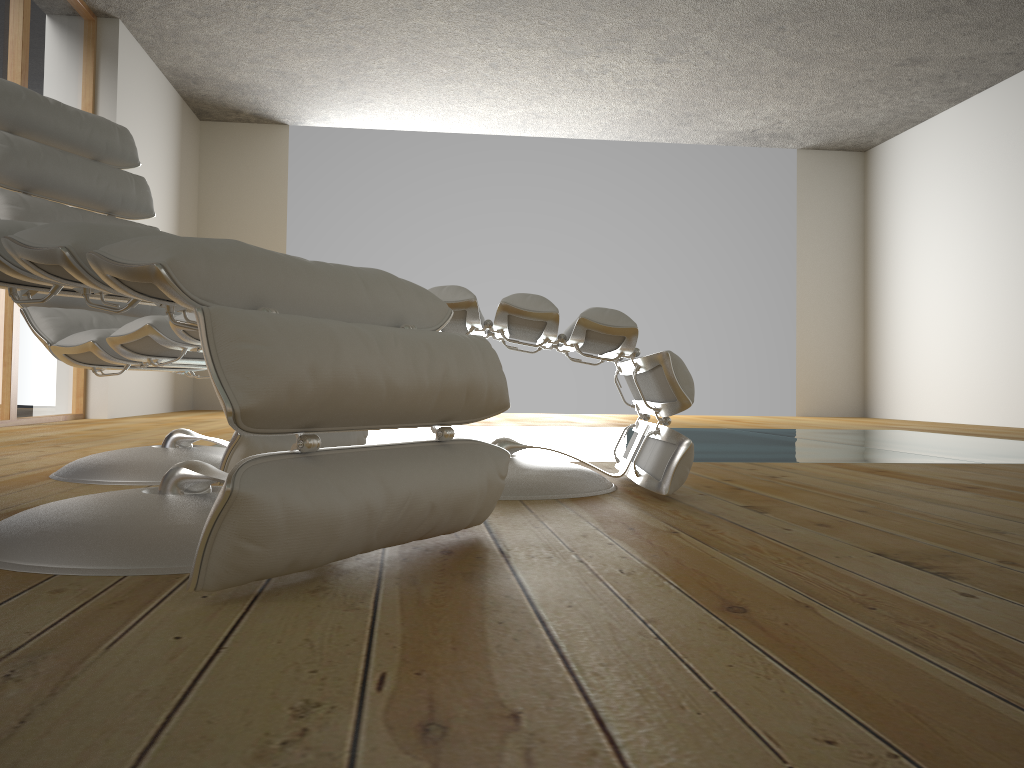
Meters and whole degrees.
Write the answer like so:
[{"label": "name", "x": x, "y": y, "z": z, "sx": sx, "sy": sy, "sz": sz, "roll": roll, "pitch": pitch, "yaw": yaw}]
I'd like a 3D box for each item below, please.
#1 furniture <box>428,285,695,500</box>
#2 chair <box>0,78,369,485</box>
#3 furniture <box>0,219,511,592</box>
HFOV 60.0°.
[{"label": "furniture", "x": 0.035, "y": 0.012, "z": 2.030, "sx": 0.686, "sy": 0.440, "sz": 0.569, "roll": 1, "pitch": -1, "yaw": 0}, {"label": "chair", "x": -0.846, "y": -0.265, "z": 2.209, "sx": 0.914, "sy": 0.970, "sz": 0.569, "roll": 0, "pitch": -2, "yaw": 18}, {"label": "furniture", "x": -0.418, "y": 0.002, "z": 1.262, "sx": 0.686, "sy": 0.440, "sz": 0.569, "roll": 0, "pitch": -1, "yaw": 29}]
